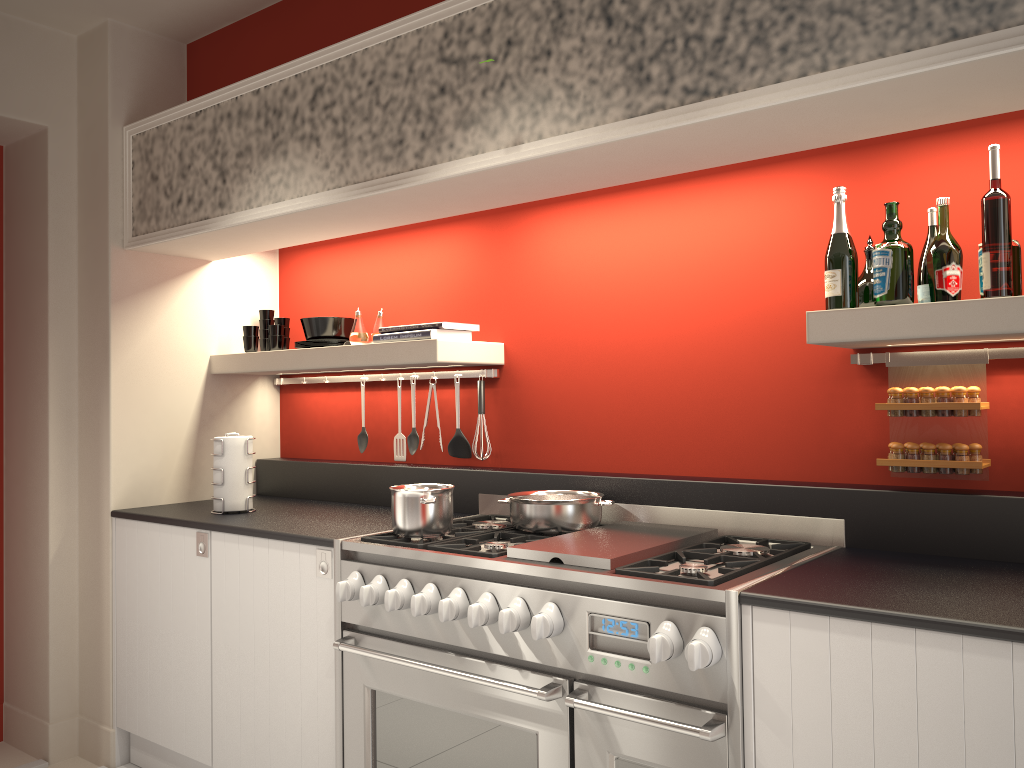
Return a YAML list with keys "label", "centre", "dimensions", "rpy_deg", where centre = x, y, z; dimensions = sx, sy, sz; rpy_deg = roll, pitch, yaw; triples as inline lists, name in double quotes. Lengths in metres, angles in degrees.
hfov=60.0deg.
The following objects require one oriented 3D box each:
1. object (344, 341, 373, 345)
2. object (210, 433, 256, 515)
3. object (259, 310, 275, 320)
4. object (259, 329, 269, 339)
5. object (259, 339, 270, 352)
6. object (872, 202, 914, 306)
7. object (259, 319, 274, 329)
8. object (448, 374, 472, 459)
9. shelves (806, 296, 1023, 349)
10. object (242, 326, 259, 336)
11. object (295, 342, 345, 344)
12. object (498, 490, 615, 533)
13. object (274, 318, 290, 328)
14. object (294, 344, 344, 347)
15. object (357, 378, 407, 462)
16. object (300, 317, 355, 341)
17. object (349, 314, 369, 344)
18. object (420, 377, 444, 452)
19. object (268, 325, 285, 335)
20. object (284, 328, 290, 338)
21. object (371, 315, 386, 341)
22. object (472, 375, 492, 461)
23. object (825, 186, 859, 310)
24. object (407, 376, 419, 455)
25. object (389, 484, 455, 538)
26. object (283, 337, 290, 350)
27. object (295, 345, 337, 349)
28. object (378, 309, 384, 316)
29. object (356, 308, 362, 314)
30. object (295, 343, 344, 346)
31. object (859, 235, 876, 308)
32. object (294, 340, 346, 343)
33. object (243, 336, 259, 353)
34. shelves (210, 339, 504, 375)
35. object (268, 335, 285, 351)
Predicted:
- label: "object"
  centre: [-0.571, -0.158, 3.565]
  dimensions: [0.183, 0.027, 0.160]
  rpy_deg: [0, -1, -23]
- label: "object"
  centre: [-1.085, 0.344, 3.450]
  dimensions: [0.168, 0.304, 0.163]
  rpy_deg: [0, -1, -23]
- label: "object"
  centre: [-1.123, -0.299, 4.064]
  dimensions: [0.070, 0.076, 0.070]
  rpy_deg: [-1, -1, 9]
- label: "object"
  centre: [-1.122, -0.211, 4.062]
  dimensions: [0.070, 0.076, 0.070]
  rpy_deg: [-1, -1, 9]
- label: "object"
  centre: [-1.121, -0.167, 4.061]
  dimensions: [0.070, 0.076, 0.070]
  rpy_deg: [-1, -1, 9]
- label: "object"
  centre: [0.954, -0.323, 2.222]
  dimensions: [0.094, 0.264, 0.094]
  rpy_deg: [-1, -1, 27]
- label: "object"
  centre: [-1.123, -0.255, 4.063]
  dimensions: [0.070, 0.076, 0.070]
  rpy_deg: [-1, -1, 9]
- label: "object"
  centre: [-0.200, 0.127, 3.470]
  dimensions: [0.123, 0.331, 0.040]
  rpy_deg: [-2, -2, 38]
- label: "shelves"
  centre: [1.415, -0.160, 2.003]
  dimensions: [1.379, 0.083, 0.376]
  rpy_deg: [-2, -1, 38]
- label: "object"
  centre: [-1.142, -0.214, 3.879]
  dimensions: [0.070, 0.076, 0.070]
  rpy_deg: [-1, -1, 9]
- label: "object"
  centre: [-0.777, -0.162, 3.755]
  dimensions: [0.280, 0.016, 0.280]
  rpy_deg: [-2, -1, 37]
- label: "object"
  centre: [0.139, 0.406, 2.827]
  dimensions: [0.309, 0.105, 0.309]
  rpy_deg: [0, -1, -24]
- label: "object"
  centre: [-1.035, -0.257, 3.994]
  dimensions: [0.070, 0.076, 0.070]
  rpy_deg: [-1, -1, 9]
- label: "object"
  centre: [-0.777, -0.152, 3.755]
  dimensions: [0.280, 0.016, 0.280]
  rpy_deg: [-2, -1, 37]
- label: "object"
  centre: [-0.550, 0.145, 3.716]
  dimensions: [0.287, 0.351, 0.022]
  rpy_deg: [-2, -2, 39]
- label: "object"
  centre: [-0.778, -0.220, 3.757]
  dimensions: [0.232, 0.108, 0.232]
  rpy_deg: [-1, -1, -10]
- label: "object"
  centre: [-0.613, -0.214, 3.548]
  dimensions: [0.076, 0.131, 0.076]
  rpy_deg: [-1, -1, -10]
- label: "object"
  centre: [-0.322, 0.122, 3.542]
  dimensions: [0.124, 0.297, 0.009]
  rpy_deg: [-2, -2, 38]
- label: "object"
  centre: [-1.023, -0.216, 3.848]
  dimensions: [0.070, 0.076, 0.070]
  rpy_deg: [-1, -1, 9]
- label: "object"
  centre: [-1.035, -0.213, 3.993]
  dimensions: [0.070, 0.076, 0.070]
  rpy_deg: [-1, -1, 9]
- label: "object"
  centre: [-0.531, -0.214, 3.584]
  dimensions: [0.077, 0.134, 0.076]
  rpy_deg: [-1, -1, 22]
- label: "object"
  centre: [-0.116, 0.130, 3.380]
  dimensions: [0.069, 0.328, 0.069]
  rpy_deg: [-1, -1, 16]
- label: "object"
  centre: [0.862, -0.353, 2.323]
  dimensions: [0.083, 0.331, 0.083]
  rpy_deg: [-1, -1, 9]
- label: "object"
  centre: [-0.400, 0.127, 3.601]
  dimensions: [0.067, 0.323, 0.022]
  rpy_deg: [-2, -2, 37]
- label: "object"
  centre: [-0.277, 0.392, 2.743]
  dimensions: [0.201, 0.148, 0.201]
  rpy_deg: [-2, -1, 31]
- label: "object"
  centre: [-1.034, -0.169, 3.992]
  dimensions: [0.070, 0.076, 0.070]
  rpy_deg: [-1, -1, 9]
- label: "object"
  centre: [-0.777, -0.146, 3.755]
  dimensions: [0.280, 0.016, 0.280]
  rpy_deg: [-2, -1, 37]
- label: "object"
  centre: [-0.530, -0.289, 3.586]
  dimensions: [0.026, 0.032, 0.023]
  rpy_deg: [-1, -1, 21]
- label: "object"
  centre: [-0.614, -0.289, 3.550]
  dimensions: [0.023, 0.031, 0.024]
  rpy_deg: [-1, -1, -10]
- label: "object"
  centre: [-0.777, -0.157, 3.755]
  dimensions: [0.280, 0.016, 0.280]
  rpy_deg: [-2, -1, 37]
- label: "object"
  centre: [0.993, -0.301, 2.454]
  dimensions: [0.113, 0.226, 0.113]
  rpy_deg: [-1, -1, -11]
- label: "object"
  centre: [-0.777, -0.168, 3.755]
  dimensions: [0.280, 0.016, 0.280]
  rpy_deg: [-2, -1, 37]
- label: "object"
  centre: [-1.141, -0.170, 3.878]
  dimensions: [0.070, 0.076, 0.070]
  rpy_deg: [-1, -1, 9]
- label: "shelves"
  centre: [-0.685, -0.100, 3.654]
  dimensions: [1.379, 0.083, 0.376]
  rpy_deg: [-2, -1, 38]
- label: "object"
  centre: [-1.022, -0.172, 3.847]
  dimensions: [0.070, 0.076, 0.070]
  rpy_deg: [-1, -1, 9]
